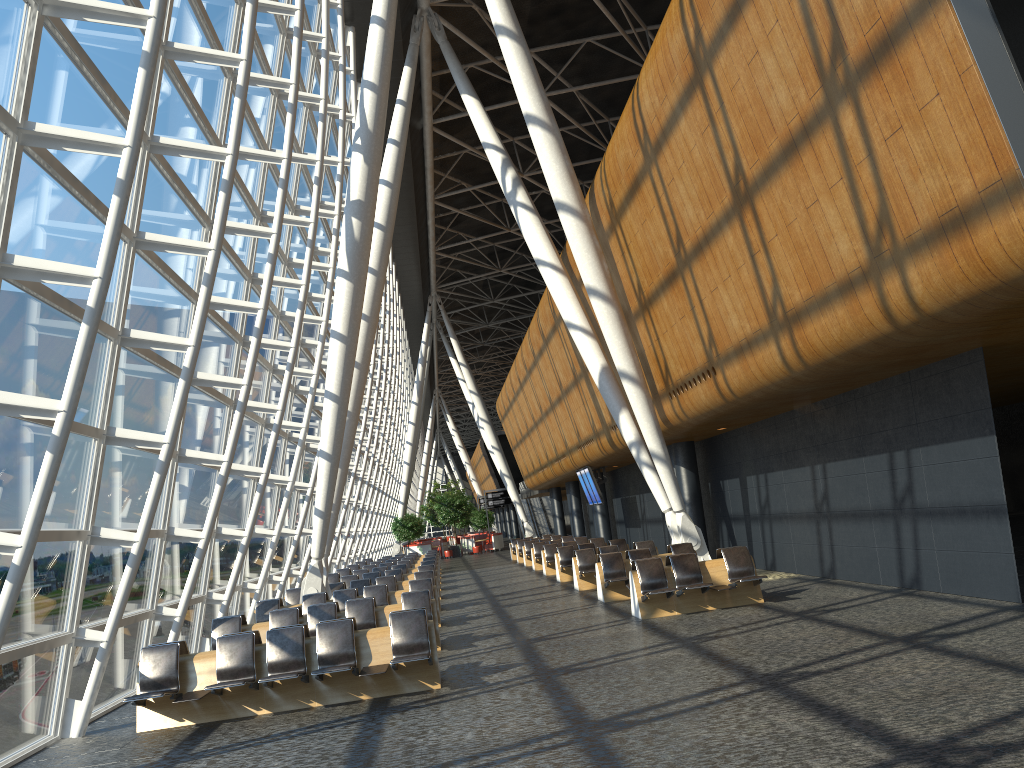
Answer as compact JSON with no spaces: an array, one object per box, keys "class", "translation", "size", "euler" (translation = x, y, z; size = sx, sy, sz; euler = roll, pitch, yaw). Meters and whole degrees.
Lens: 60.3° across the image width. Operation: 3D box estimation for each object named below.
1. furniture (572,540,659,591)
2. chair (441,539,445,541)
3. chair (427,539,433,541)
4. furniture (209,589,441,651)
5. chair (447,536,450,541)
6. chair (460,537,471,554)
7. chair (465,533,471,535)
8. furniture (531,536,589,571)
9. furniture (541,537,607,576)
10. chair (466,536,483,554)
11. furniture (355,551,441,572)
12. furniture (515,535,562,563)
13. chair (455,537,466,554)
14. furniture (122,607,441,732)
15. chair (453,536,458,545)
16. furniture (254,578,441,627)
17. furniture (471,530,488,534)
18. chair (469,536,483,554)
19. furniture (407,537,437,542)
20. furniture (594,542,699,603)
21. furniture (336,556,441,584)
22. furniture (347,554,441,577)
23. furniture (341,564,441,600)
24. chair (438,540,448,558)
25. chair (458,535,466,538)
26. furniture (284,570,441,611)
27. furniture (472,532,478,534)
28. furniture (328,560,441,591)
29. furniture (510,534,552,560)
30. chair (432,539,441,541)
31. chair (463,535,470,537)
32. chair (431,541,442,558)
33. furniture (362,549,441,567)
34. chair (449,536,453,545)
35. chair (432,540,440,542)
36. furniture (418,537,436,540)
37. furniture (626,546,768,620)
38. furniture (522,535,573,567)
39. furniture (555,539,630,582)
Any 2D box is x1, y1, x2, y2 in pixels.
[{"class":"furniture","translation":[2.306,4.006,19.537],"size":[1.894,0.863,1.677],"euler":[-7,-7,-5]},{"class":"chair","translation":[-4.626,10.578,57.215],"size":[0.664,1.004,0.624],"euler":[-9,-4,20]},{"class":"chair","translation":[-6.153,12.027,65.420],"size":[0.620,1.004,0.668],"euler":[-4,-6,-40]},{"class":"furniture","translation":[-2.705,3.638,12.853],"size":[3.247,0.863,1.677],"euler":[-7,-7,-5]},{"class":"chair","translation":[-5.157,12.379,68.570],"size":[0.658,1.004,0.629],"euler":[-6,-5,-20]},{"class":"chair","translation":[-2.611,9.616,52.624],"size":[0.627,1.004,0.660],"euler":[-10,-5,30]},{"class":"chair","translation":[-3.269,12.101,68.355],"size":[0.620,1.004,0.668],"euler":[-5,-5,-30]},{"class":"furniture","translation":[1.589,5.466,28.495],"size":[1.894,0.863,1.677],"euler":[-7,-7,-5]},{"class":"furniture","translation":[1.828,4.979,25.509],"size":[1.894,0.863,1.677],"euler":[-7,-7,-5]},{"class":"chair","translation":[-2.135,9.218,50.421],"size":[0.629,1.004,0.659],"euler":[-11,-6,40]},{"class":"furniture","translation":[-4.380,7.043,33.756],"size":[3.247,0.863,1.677],"euler":[-7,-7,-5]},{"class":"furniture","translation":[1.110,6.439,34.467],"size":[1.894,0.863,1.677],"euler":[-7,-7,-5]},{"class":"chair","translation":[-2.979,9.834,53.741],"size":[0.666,1.004,0.622],"euler":[-10,-5,30]},{"class":"furniture","translation":[-2.466,3.151,9.867],"size":[3.247,0.863,1.677],"euler":[-7,-7,-5]},{"class":"chair","translation":[-3.577,11.050,61.202],"size":[0.666,1.004,0.622],"euler":[-10,-5,30]},{"class":"furniture","translation":[-2.945,4.124,15.839],"size":[3.247,0.863,1.677],"euler":[-7,-7,-5]},{"class":"furniture","translation":[-3.224,15.256,88.583],"size":[1.894,0.863,1.677],"euler":[-7,-7,-5]},{"class":"chair","translation":[-2.173,9.393,51.533],"size":[0.667,1.004,0.621],"euler":[-11,-6,40]},{"class":"furniture","translation":[-8.475,15.373,84.886],"size":[3.247,0.863,1.677],"euler":[-7,-7,-5]},{"class":"furniture","translation":[2.546,3.520,16.551],"size":[1.894,0.863,1.677],"euler":[-7,-7,-5]},{"class":"furniture","translation":[-3.901,6.070,27.784],"size":[3.247,0.863,1.677],"euler":[-7,-7,-5]},{"class":"furniture","translation":[-4.141,6.557,30.770],"size":[3.247,0.863,1.677],"euler":[-7,-7,-5]},{"class":"furniture","translation":[-3.423,5.097,21.811],"size":[3.247,0.863,1.677],"euler":[-7,-7,-5]},{"class":"chair","translation":[-4.028,9.362,49.755],"size":[0.664,1.004,0.624],"euler":[-9,-4,20]},{"class":"chair","translation":[-3.209,10.831,60.085],"size":[0.627,1.004,0.660],"euler":[-10,-5,30]},{"class":"furniture","translation":[-3.184,4.611,18.825],"size":[3.247,0.863,1.677],"euler":[-7,-7,-5]},{"class":"furniture","translation":[-2.985,14.769,85.597],"size":[1.894,0.863,1.677],"euler":[-7,-7,-5]},{"class":"furniture","translation":[-3.662,5.584,24.797],"size":[3.247,0.863,1.677],"euler":[-7,-7,-5]},{"class":"furniture","translation":[0.871,6.925,37.453],"size":[1.894,0.863,1.677],"euler":[-7,-7,-5]},{"class":"chair","translation":[-5.084,10.834,58.507],"size":[0.626,1.004,0.662],"euler":[-9,-5,20]},{"class":"chair","translation":[-2.733,10.434,57.882],"size":[0.629,1.004,0.659],"euler":[-11,-6,40]},{"class":"chair","translation":[-4.486,9.619,51.047],"size":[0.626,1.004,0.662],"euler":[-9,-5,20]},{"class":"furniture","translation":[-4.619,7.530,36.742],"size":[3.247,0.863,1.677],"euler":[-7,-7,-5]},{"class":"chair","translation":[-4.188,11.715,65.045],"size":[0.658,1.004,0.629],"euler":[-6,-5,-20]},{"class":"chair","translation":[-4.727,9.944,52.976],"size":[0.629,1.004,0.659],"euler":[-11,-6,40]},{"class":"furniture","translation":[-8.715,15.860,87.872],"size":[3.247,0.863,1.677],"euler":[-7,-7,-5]},{"class":"furniture","translation":[2.785,3.033,13.565],"size":[1.894,0.863,1.677],"euler":[-7,-7,-5]},{"class":"furniture","translation":[1.350,5.952,31.481],"size":[1.894,0.863,1.677],"euler":[-7,-7,-5]},{"class":"furniture","translation":[2.067,4.493,22.523],"size":[1.894,0.863,1.677],"euler":[-7,-7,-5]}]
